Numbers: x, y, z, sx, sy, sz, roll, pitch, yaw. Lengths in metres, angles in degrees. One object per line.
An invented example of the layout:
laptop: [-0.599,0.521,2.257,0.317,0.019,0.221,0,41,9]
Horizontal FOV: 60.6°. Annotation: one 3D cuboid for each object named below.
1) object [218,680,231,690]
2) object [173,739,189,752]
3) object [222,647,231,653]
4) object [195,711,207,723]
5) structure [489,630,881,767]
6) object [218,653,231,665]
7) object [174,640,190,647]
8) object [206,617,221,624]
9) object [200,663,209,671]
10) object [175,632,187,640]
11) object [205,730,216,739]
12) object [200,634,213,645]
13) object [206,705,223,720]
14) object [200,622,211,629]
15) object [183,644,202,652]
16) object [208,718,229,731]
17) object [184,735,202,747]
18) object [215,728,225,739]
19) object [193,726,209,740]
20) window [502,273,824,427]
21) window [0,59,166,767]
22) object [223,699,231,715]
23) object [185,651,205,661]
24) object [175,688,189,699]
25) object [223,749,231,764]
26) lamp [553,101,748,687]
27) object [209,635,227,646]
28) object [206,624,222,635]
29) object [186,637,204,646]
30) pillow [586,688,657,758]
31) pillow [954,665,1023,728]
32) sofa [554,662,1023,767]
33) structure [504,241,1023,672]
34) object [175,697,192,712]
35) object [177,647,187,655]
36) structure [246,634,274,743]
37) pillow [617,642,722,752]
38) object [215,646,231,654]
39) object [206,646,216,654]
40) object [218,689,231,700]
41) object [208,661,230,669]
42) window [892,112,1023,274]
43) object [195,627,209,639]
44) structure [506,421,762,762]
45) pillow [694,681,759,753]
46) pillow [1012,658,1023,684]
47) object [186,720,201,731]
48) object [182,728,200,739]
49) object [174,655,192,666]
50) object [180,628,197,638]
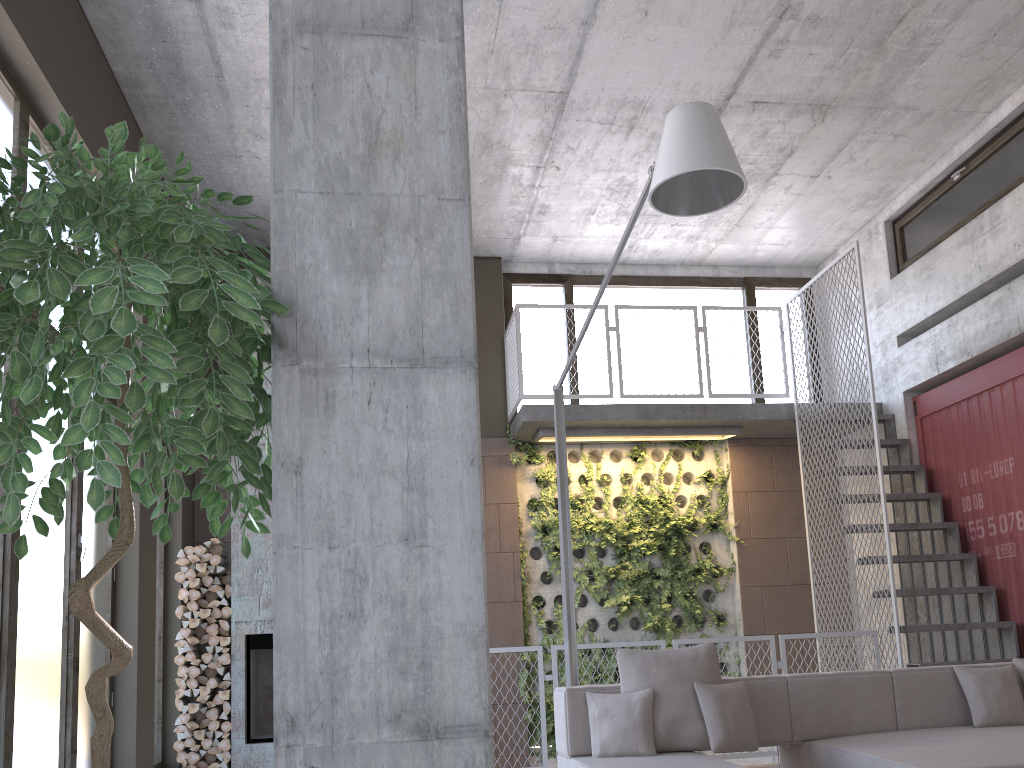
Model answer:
object: [-2.489,2.642,7.714,0.115,0.077,0.449,0,-16,-9]
object: [-2.827,3.107,7.584,0.091,0.089,0.451,-1,-16,-8]
object: [-2.472,2.314,7.631,0.063,0.046,0.258,0,-16,-9]
object: [-2.699,2.904,7.690,0.104,0.099,0.301,-1,-16,-8]
structure: [0.664,2.740,7.676,4.425,0.910,1.986,0,-15,-8]
object: [-2.477,2.386,7.620,0.101,0.100,0.302,-1,-16,-9]
object: [-2.855,2.273,7.678,0.122,0.066,0.375,0,-16,-9]
object: [-2.614,2.085,7.719,0.089,0.055,0.343,-1,-16,-8]
object: [-2.670,2.472,7.679,0.064,0.072,0.370,-1,-16,-10]
object: [-2.872,2.215,7.713,0.067,0.069,0.436,-1,-16,-8]
object: [-2.585,3.033,7.618,0.067,0.065,0.436,-1,-16,-8]
object: [-2.666,2.260,7.758,0.101,0.084,0.374,-1,-16,-8]
object: [-2.569,2.840,7.578,0.098,0.104,0.303,-1,-16,-9]
object: [-2.676,2.131,7.730,0.064,0.072,0.370,-1,-16,-7]
object: [-2.769,2.291,7.612,0.071,0.070,0.436,-1,-16,-8]
object: [-2.552,2.957,7.641,0.092,0.090,0.451,-1,-16,-8]
object: [-2.743,3.080,7.605,0.091,0.087,0.469,-1,-16,-8]
object: [-2.505,3.031,7.629,0.067,0.065,0.436,-1,-16,-8]
object: [-2.660,3.023,7.606,0.093,0.081,0.494,-1,-16,-8]
window: [1.680,-0.340,9.662,3.564,1.707,0.112,0,-9,-8]
window: [-2.452,-0.039,3.378,0.209,4.046,9.492,-1,-15,-10]
object: [-2.445,2.810,7.634,0.064,0.121,0.375,-1,-16,-7]
object: [-2.775,2.390,7.706,0.091,0.087,0.469,-1,-16,-8]
object: [-2.851,2.690,7.654,0.079,0.104,0.450,-1,-16,-9]
object: [-2.427,3.198,7.577,0.064,0.121,0.375,-1,-16,-7]
lamp: [0.670,0.735,4.887,0.756,3.334,2.699,1,-12,-21]
object: [-2.584,2.267,7.742,0.092,0.090,0.451,-1,-16,-8]
object: [-2.601,2.149,7.679,0.098,0.104,0.303,-1,-16,-9]
object: [-2.764,2.269,7.731,0.115,0.077,0.449,-1,-16,-8]
pillow: [0.559,1.759,4.506,0.372,0.367,0.154,-8,-11,24]
pillow: [2.676,1.738,4.868,0.370,0.350,0.191,-1,-10,-9]
sofa: [1.930,1.634,3.650,2.996,0.764,3.106,0,-16,-8]
structure: [2.002,1.209,8.020,3.682,4.204,3.121,-1,-11,-8]
object: [-2.861,2.791,7.648,0.070,0.114,0.375,-1,-16,-9]
object: [-2.839,2.347,7.681,0.066,0.082,0.438,-1,-16,-6]
structure: [-2.011,2.637,7.638,0.576,0.904,0.058,-1,-8,-8]
pillow: [0.840,1.644,4.597,0.563,0.543,0.227,-1,-10,-6]
object: [-2.537,2.340,7.731,0.067,0.065,0.436,-1,-16,-8]
object: [-2.617,2.342,7.719,0.067,0.065,0.436,-1,-16,-8]
object: [-2.475,2.712,7.680,0.093,0.081,0.494,-1,-16,-8]
object: [-2.569,2.458,7.691,0.122,0.066,0.375,-1,-16,-7]
window: [4.364,-2.548,4.518,0.113,0.589,8.702,-1,-16,-9]
object: [-2.731,2.214,7.791,0.104,0.099,0.301,-1,-16,-8]
structure: [1.287,2.090,8.949,2.626,3.724,1.030,-1,-9,-8]
pillow: [1.115,1.713,4.518,0.379,0.362,0.173,6,-13,-35]
pillow: [3.061,1.708,4.950,0.362,0.357,0.192,-2,-10,-3]
object: [-2.732,2.959,7.630,0.115,0.077,0.449,-1,-16,-8]
object: [-2.737,2.981,7.511,0.071,0.070,0.436,-1,-16,-8]
object: [-2.859,2.417,7.685,0.091,0.089,0.451,-1,-16,-8]
object: [-2.809,2.188,7.695,0.091,0.087,0.469,-1,-16,-7]
